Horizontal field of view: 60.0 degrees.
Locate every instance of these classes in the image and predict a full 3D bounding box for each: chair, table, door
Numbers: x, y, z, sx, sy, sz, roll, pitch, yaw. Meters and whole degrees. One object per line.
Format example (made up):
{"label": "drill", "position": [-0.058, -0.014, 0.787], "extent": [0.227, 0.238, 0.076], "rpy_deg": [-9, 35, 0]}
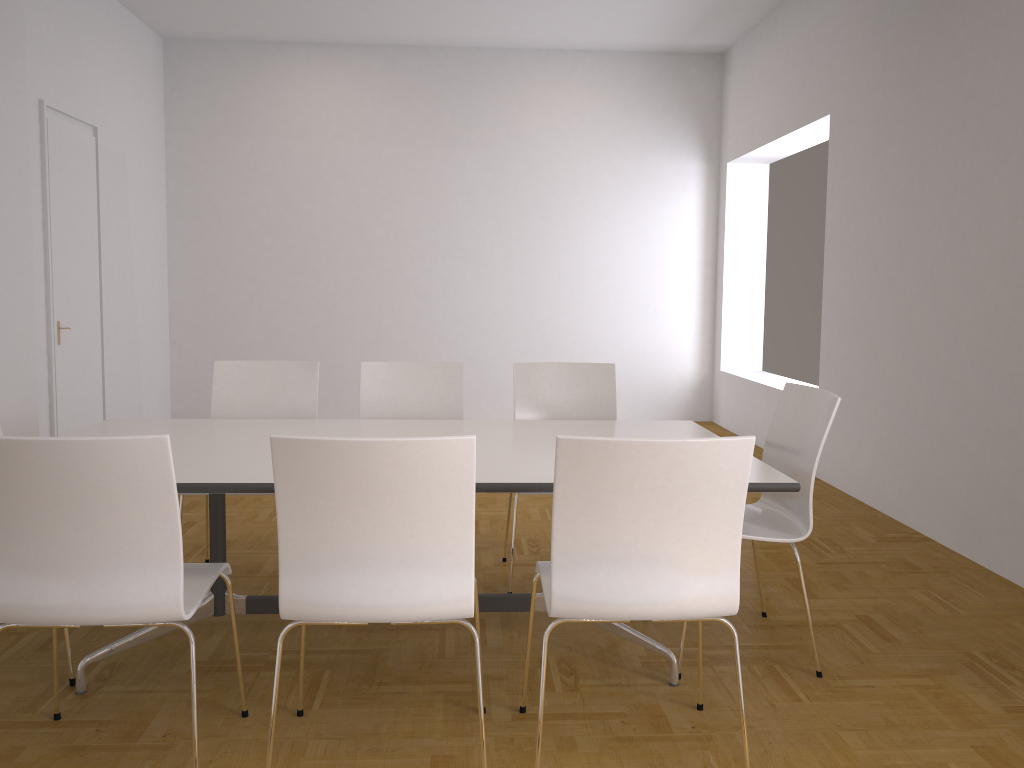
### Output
{"label": "chair", "position": [-1.672, 0.459, 3.014], "extent": [0.575, 0.929, 0.562], "rpy_deg": [0, 5, -3]}
{"label": "chair", "position": [0.811, 0.480, 3.153], "extent": [0.575, 0.929, 0.562], "rpy_deg": [0, 5, -3]}
{"label": "chair", "position": [-1.038, 0.551, 2.290], "extent": [0.561, 0.929, 0.576], "rpy_deg": [0, 5, -3]}
{"label": "table", "position": [-0.411, 0.571, 3.111], "extent": [2.411, 0.721, 1.213], "rpy_deg": [0, 6, -3]}
{"label": "chair", "position": [-0.337, 0.555, 2.328], "extent": [0.561, 0.929, 0.576], "rpy_deg": [0, 5, -3]}
{"label": "chair", "position": [-1.109, 0.384, 3.840], "extent": [0.561, 0.929, 0.576], "rpy_deg": [0, 5, -3]}
{"label": "chair", "position": [-0.450, 0.388, 3.876], "extent": [0.561, 0.929, 0.576], "rpy_deg": [0, 5, -3]}
{"label": "chair", "position": [0.322, 0.558, 2.365], "extent": [0.561, 0.929, 0.576], "rpy_deg": [0, 5, -3]}
{"label": "chair", "position": [0.250, 0.392, 3.915], "extent": [0.561, 0.929, 0.576], "rpy_deg": [0, 5, -3]}
{"label": "door", "position": [-3.094, -0.668, 6.276], "extent": [0.132, 2.448, 0.873], "rpy_deg": [0, 5, -3]}
